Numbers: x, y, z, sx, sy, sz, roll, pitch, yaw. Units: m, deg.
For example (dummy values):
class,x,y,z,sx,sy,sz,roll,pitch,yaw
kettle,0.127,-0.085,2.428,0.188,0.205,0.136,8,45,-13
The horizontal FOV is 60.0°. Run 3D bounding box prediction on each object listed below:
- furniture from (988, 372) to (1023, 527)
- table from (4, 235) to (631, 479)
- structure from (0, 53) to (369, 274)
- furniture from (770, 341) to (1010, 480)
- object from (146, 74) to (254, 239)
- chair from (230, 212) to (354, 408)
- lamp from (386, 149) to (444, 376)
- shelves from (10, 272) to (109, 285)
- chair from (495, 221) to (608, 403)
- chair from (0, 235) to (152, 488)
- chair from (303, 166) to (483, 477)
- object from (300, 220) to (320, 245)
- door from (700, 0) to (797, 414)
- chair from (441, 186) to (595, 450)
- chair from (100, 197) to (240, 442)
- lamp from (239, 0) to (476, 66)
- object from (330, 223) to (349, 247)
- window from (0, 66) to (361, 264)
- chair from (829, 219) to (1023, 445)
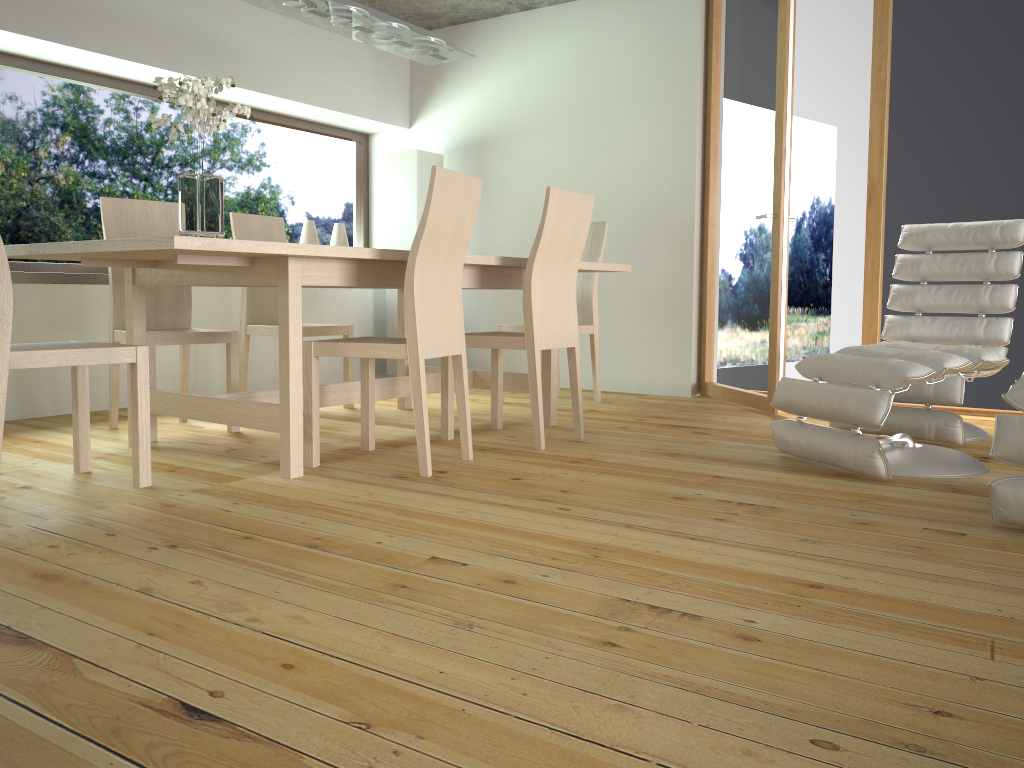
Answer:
class,x,y,z,sx,sy,sz,roll,pitch,yaw
furniture,1.671,0.159,2.372,0.570,0.438,0.687,5,7,40
table,-0.642,-0.158,3.765,1.201,0.754,2.504,4,7,37
structure,-2.282,-1.080,4.521,0.526,1.151,4.883,3,6,34
furniture,1.380,0.072,3.213,0.686,0.438,0.571,-2,6,-21
object,-1.087,-0.780,3.103,0.302,0.606,0.305,4,6,37
chair,-1.153,-0.379,4.624,0.506,1.015,0.405,3,5,32
lamp,-0.662,-0.811,6.051,0.280,1.497,0.280,3,5,34
shelves,-2.267,-0.538,4.548,0.404,0.054,4.878,4,7,34
chair,0.229,-0.401,4.949,0.506,1.015,0.405,-4,6,-43
chair,-1.433,-0.182,2.647,0.404,1.015,0.507,4,5,37
chair,-0.410,-0.223,3.140,0.506,1.015,0.405,2,5,23
object,-1.328,-0.878,5.813,0.153,0.383,0.153,3,5,30
door,1.270,-1.099,4.837,0.163,2.412,0.937,0,4,-11
chair,0.029,-0.275,3.688,0.506,1.015,0.405,3,5,33
chair,-1.501,-0.304,3.856,0.507,1.015,0.405,5,6,45
lamp,-0.706,-1.864,3.667,0.290,0.718,1.492,3,6,34
object,-1.175,-0.900,6.039,0.153,0.383,0.153,3,5,30
window,-2.294,-1.146,4.882,0.012,0.976,4.193,3,6,34
chair,1.879,-0.269,3.998,0.570,0.966,0.915,5,6,44
